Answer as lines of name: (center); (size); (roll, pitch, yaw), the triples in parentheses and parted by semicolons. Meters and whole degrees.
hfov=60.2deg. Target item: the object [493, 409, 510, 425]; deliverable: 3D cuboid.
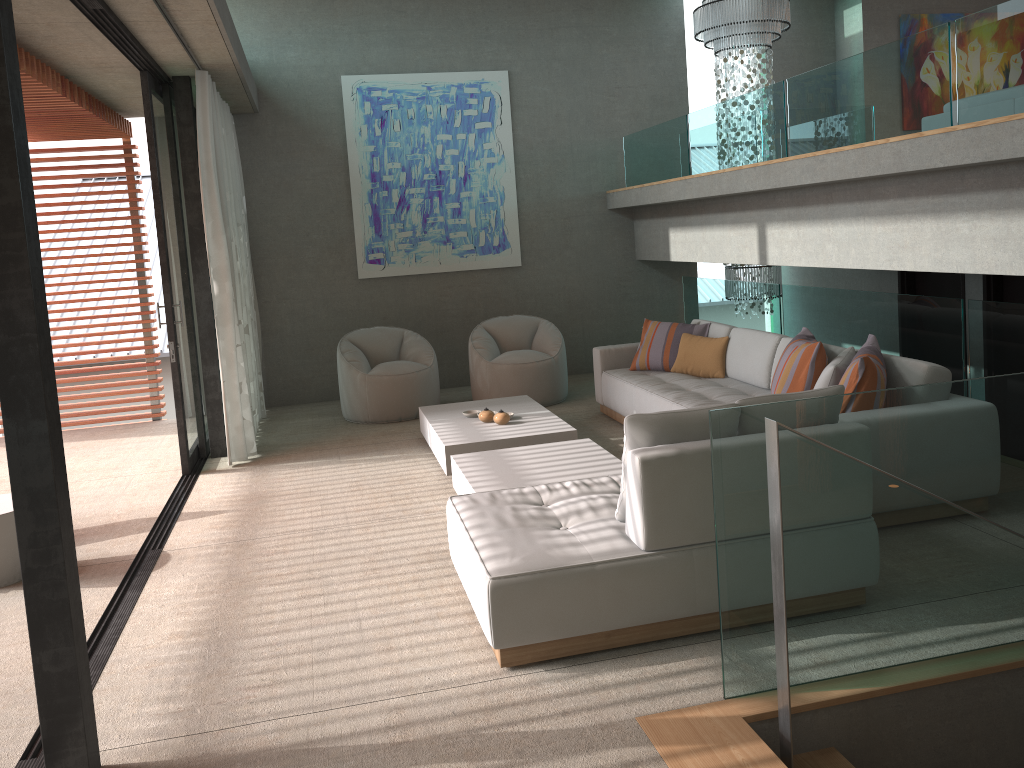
object: (-0.074, 0.233, 6.269); (0.119, 0.105, 0.120); (-1, 8, 22)

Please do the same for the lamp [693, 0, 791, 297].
lamp: (2.529, -2.683, 9.524); (1.004, 3.909, 1.002); (-7, 6, -32)

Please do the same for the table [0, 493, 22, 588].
table: (-2.712, 0.830, 4.612); (0.477, 0.390, 0.477); (-9, 9, -30)

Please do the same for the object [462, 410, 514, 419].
object: (-0.177, 0.232, 6.515); (0.437, 0.039, 0.156); (2, 11, 33)

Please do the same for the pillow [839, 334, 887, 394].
pillow: (1.871, 0.028, 4.740); (0.279, 0.500, 0.703); (0, 9, 31)

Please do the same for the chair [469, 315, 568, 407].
chair: (0.055, -0.226, 8.354); (0.921, 0.781, 0.930); (-2, 8, 12)

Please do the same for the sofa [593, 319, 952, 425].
sofa: (1.571, 0.069, 6.018); (1.050, 0.746, 3.489); (-6, 10, -12)

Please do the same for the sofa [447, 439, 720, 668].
sofa: (0.568, 0.530, 3.808); (1.598, 0.727, 1.021); (-6, 8, -12)

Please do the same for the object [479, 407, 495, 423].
object: (-0.183, 0.222, 6.379); (0.119, 0.105, 0.120); (-5, 8, -8)

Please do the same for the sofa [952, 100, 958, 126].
sofa: (4.231, -1.740, 6.103); (0.976, 0.856, 3.275); (-6, 10, -12)

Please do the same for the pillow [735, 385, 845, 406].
pillow: (1.132, 0.262, 3.661); (0.493, 0.494, 0.240); (-6, 6, -12)

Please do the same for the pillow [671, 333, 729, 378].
pillow: (1.480, -0.220, 6.865); (0.464, 0.322, 0.228); (3, 10, 40)

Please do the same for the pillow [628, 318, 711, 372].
pillow: (1.282, -0.306, 7.172); (0.655, 0.438, 0.343); (1, 8, 31)

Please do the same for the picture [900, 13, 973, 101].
picture: (5.136, -3.508, 9.889); (1.753, 1.241, 0.030); (-6, 5, -12)

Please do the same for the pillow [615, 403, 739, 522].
pillow: (0.664, 0.324, 3.562); (0.493, 0.480, 0.268); (-6, 6, -12)

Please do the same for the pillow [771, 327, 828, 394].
pillow: (1.722, -0.053, 5.341); (0.311, 0.490, 0.744); (-3, 8, 11)

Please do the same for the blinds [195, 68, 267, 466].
blinds: (-2.405, -1.018, 7.652); (0.223, 2.901, 2.443); (-5, 7, -12)

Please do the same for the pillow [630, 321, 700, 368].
pillow: (1.299, -0.299, 7.372); (0.618, 0.417, 0.314); (0, 8, 24)

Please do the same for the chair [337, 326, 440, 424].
chair: (-1.144, -0.113, 8.187); (0.923, 0.781, 0.928); (-5, 8, -8)

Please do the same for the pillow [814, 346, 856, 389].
pillow: (1.821, 0.019, 5.035); (0.239, 0.402, 0.600); (0, 9, 31)

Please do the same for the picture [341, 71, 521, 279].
picture: (-0.811, -2.181, 9.167); (1.723, 2.034, 0.030); (-6, 5, -12)

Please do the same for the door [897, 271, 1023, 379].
door: (-0.384, 0.726, 0.960); (15.429, 4.439, 5.790); (-12, 11, -39)
